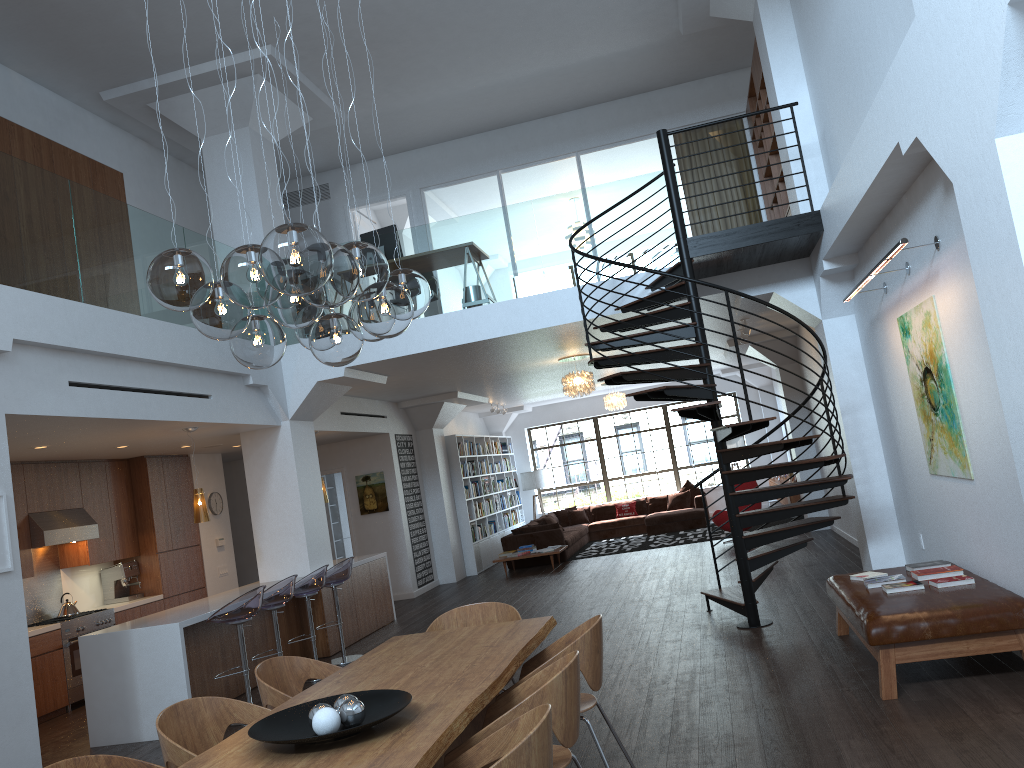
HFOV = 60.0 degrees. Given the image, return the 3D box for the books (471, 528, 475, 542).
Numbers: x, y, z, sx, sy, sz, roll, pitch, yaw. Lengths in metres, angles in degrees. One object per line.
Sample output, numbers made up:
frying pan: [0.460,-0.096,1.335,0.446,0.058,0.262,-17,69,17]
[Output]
books: [-0.747,2.628,15.335,0.174,0.240,0.054,-11,-6,11]

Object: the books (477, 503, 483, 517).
books: [-0.643,2.305,16.176,0.183,0.253,0.034,-11,-6,11]

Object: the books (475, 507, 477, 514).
books: [-0.717,2.289,15.846,0.159,0.241,0.038,-11,-6,11]

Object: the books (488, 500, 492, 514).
books: [-0.490,2.347,16.829,0.183,0.253,0.034,-11,-6,11]

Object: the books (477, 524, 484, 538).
books: [-0.610,2.667,16.028,0.180,0.259,0.042,-11,-6,11]

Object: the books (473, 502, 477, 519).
books: [-0.720,2.252,15.758,0.140,0.298,0.044,-11,-6,11]

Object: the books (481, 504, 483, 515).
books: [-0.631,2.306,16.208,0.183,0.253,0.034,-11,-6,11]

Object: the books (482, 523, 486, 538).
books: [-0.586,2.674,16.110,0.183,0.253,0.042,-11,-6,11]

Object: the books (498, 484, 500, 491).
books: [-0.309,2.095,17.859,0.110,0.153,0.018,-11,-6,11]

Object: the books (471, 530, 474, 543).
books: [-0.755,2.633,15.293,0.161,0.223,0.032,-11,-6,11]

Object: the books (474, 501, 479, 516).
books: [-0.693,2.274,15.975,0.176,0.290,0.053,-11,-6,11]

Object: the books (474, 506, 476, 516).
books: [-0.744,2.276,15.709,0.189,0.247,0.057,-11,-6,11]

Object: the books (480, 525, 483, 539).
books: [-0.621,2.667,15.949,0.171,0.246,0.039,-11,-6,11]

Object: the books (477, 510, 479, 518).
books: [-0.694,2.303,15.931,0.161,0.223,0.027,-11,-6,11]

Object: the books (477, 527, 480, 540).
books: [-0.662,2.662,15.723,0.161,0.223,0.032,-11,-6,11]

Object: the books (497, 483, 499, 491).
books: [-0.341,2.077,17.758,0.128,0.178,0.021,-11,-6,11]

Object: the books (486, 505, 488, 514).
books: [-0.544,2.343,16.556,0.161,0.223,0.026,-11,-6,11]

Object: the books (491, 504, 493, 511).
books: [-0.460,2.373,16.976,0.161,0.223,0.027,-11,-6,11]

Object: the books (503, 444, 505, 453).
books: [-0.257,1.382,18.938,0.183,0.253,0.042,-11,-6,11]

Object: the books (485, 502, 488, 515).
books: [-0.554,2.329,16.534,0.160,0.250,0.026,-11,-6,11]

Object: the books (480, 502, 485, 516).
books: [-0.603,2.315,16.341,0.183,0.253,0.034,-11,-6,11]

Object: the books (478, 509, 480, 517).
books: [-0.678,2.309,16.010,0.161,0.223,0.026,-11,-6,11]

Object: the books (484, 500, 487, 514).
books: [-0.580,2.312,16.494,0.198,0.284,0.066,-11,-6,11]

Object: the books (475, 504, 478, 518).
books: [-0.705,2.289,15.891,0.171,0.246,0.057,-11,-6,11]

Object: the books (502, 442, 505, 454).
books: [-0.268,1.380,18.896,0.183,0.253,0.042,-11,-6,11]

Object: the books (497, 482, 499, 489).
books: [-0.340,2.079,17.805,0.134,0.184,0.029,-11,-6,11]

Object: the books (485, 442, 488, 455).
books: [-0.588,1.277,17.372,0.183,0.253,0.042,-11,-6,11]

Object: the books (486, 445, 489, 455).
books: [-0.569,1.292,17.457,0.174,0.236,0.136,-11,-6,11]

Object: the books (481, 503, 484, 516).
books: [-0.628,2.309,16.241,0.183,0.253,0.034,-11,-6,11]

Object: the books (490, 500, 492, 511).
books: [-0.480,2.351,16.912,0.180,0.259,0.060,-11,-6,11]

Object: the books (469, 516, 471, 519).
books: [-0.825,2.331,15.391,0.197,0.033,0.284,-8,-6,-13]

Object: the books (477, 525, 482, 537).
books: [-0.641,2.658,15.878,0.183,0.253,0.042,-11,-6,11]

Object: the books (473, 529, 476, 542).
books: [-0.725,2.640,15.408,0.161,0.223,0.032,-11,-6,11]

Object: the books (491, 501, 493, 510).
books: [-0.464,2.361,17.008,0.183,0.253,0.034,-11,-6,11]

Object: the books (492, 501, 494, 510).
books: [-0.436,2.379,17.077,0.161,0.223,0.026,-11,-6,11]

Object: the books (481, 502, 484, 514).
books: [-0.611,2.315,16.312,0.160,0.250,0.026,-11,-6,11]

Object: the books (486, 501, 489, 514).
books: [-0.536,2.335,16.640,0.183,0.253,0.034,-11,-6,11]

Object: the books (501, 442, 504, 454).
books: [-0.285,1.373,18.810,0.183,0.253,0.042,-11,-6,11]

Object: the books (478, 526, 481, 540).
books: [-0.663,2.663,15.768,0.176,0.231,0.053,-11,-6,11]

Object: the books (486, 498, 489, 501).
books: [-0.494,2.333,16.867,0.176,0.290,0.036,-11,-6,11]

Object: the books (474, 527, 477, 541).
books: [-0.715,2.636,15.528,0.180,0.251,0.048,-11,-6,11]

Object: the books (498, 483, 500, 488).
books: [-0.305,2.092,17.895,0.120,0.167,0.019,-11,-6,11]

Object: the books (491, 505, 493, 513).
books: [-0.467,2.357,16.952,0.160,0.250,0.026,-11,-6,11]

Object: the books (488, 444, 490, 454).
books: [-0.527,1.307,17.617,0.161,0.223,0.032,-11,-6,11]

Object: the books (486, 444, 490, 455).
books: [-0.547,1.308,17.507,0.161,0.207,0.130,-11,-6,11]

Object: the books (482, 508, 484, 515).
books: [-0.626,2.320,16.279,0.174,0.240,0.045,-11,-6,11]

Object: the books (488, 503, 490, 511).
books: [-0.506,2.357,16.756,0.161,0.223,0.027,-11,-6,11]

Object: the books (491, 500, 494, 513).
books: [-0.455,2.370,17.045,0.174,0.240,0.045,-11,-6,11]

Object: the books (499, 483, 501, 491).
books: [-0.293,2.094,17.918,0.106,0.162,0.030,-11,-6,11]

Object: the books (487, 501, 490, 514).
books: [-0.526,2.337,16.672,0.183,0.253,0.034,-11,-6,11]

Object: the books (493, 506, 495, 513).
books: [-0.441,2.379,17.110,0.168,0.231,0.037,-11,-6,11]

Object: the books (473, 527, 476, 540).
books: [-0.734,2.631,15.448,0.183,0.253,0.042,-11,-6,11]

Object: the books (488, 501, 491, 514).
books: [-0.507,2.353,16.792,0.174,0.240,0.045,-11,-6,11]

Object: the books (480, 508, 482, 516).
books: [-0.651,2.314,16.141,0.168,0.231,0.037,-11,-6,11]

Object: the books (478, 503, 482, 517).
books: [-0.657,2.302,16.095,0.171,0.246,0.057,-11,-6,11]

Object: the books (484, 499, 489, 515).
books: [-0.549,2.314,16.600,0.176,0.290,0.053,-11,-6,11]

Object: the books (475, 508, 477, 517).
books: [-0.708,2.300,15.799,0.144,0.207,0.048,-11,-6,11]

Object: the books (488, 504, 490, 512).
books: [-0.518,2.344,16.716,0.171,0.246,0.057,-11,-6,11]
